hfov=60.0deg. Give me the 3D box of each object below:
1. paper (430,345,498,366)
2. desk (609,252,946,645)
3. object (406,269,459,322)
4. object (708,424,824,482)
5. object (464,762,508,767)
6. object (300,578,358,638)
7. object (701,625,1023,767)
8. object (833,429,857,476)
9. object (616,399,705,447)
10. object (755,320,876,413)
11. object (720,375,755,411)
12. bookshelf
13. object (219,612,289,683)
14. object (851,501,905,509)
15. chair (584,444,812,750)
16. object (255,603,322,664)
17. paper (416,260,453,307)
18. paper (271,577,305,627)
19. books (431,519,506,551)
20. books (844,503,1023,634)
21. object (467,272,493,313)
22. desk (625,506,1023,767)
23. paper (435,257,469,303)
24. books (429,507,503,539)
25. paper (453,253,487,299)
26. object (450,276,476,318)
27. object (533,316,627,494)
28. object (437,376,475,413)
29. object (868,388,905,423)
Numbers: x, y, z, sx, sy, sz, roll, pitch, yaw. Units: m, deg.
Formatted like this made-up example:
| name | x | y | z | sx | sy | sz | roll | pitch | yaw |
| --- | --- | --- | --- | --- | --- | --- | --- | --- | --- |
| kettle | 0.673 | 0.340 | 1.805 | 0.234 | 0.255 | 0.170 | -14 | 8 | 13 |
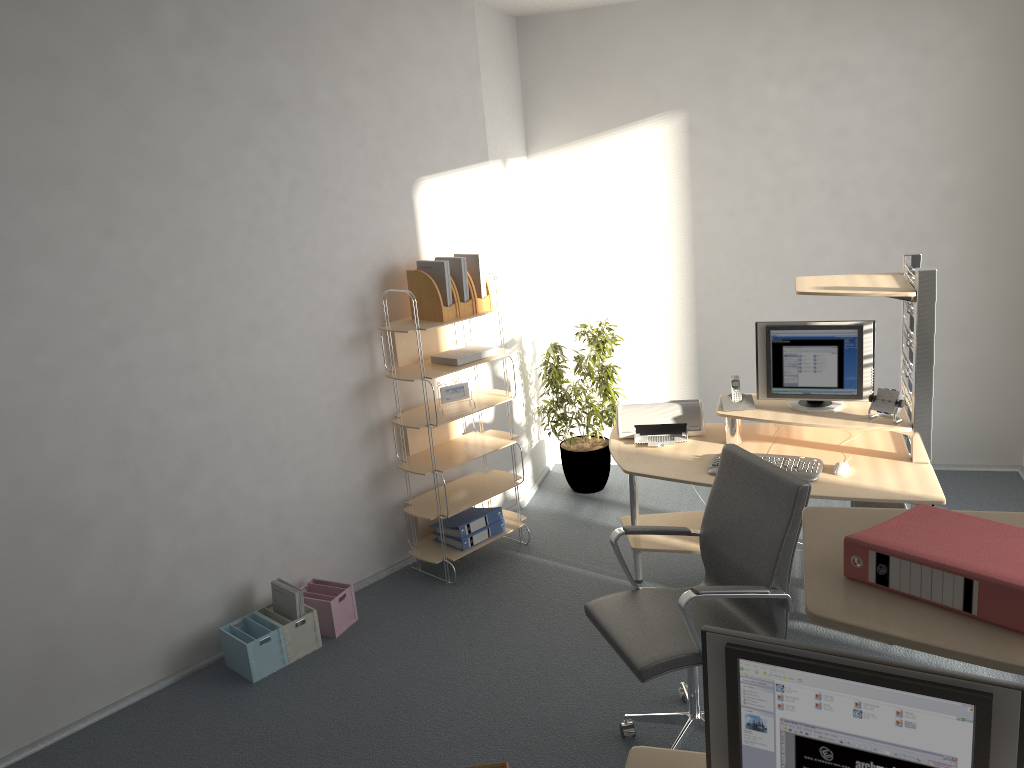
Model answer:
| name | x | y | z | sx | sy | sz | roll | pitch | yaw |
| --- | --- | --- | --- | --- | --- | --- | --- | --- | --- |
| paper | -0.255 | -0.155 | 4.771 | 0.213 | 0.046 | 0.297 | 9 | 20 | 43 |
| desk | 1.111 | 0.281 | 4.071 | 1.469 | 1.566 | 0.967 | -1 | 15 | 18 |
| object | -0.409 | -0.464 | 4.579 | 0.243 | 0.259 | 0.113 | 8 | 20 | 42 |
| object | 1.231 | 0.312 | 4.153 | 0.478 | 0.082 | 0.814 | 2 | 16 | 25 |
| object | -0.108 | 0.937 | 1.871 | 0.225 | 0.060 | 0.309 | -6 | 15 | -3 |
| object | -0.924 | 1.108 | 4.378 | 0.245 | 0.202 | 0.185 | 2 | 16 | 26 |
| object | 0.634 | 0.646 | 1.604 | 0.516 | 0.418 | 0.245 | 7 | 19 | 39 |
| object | 1.564 | 0.297 | 4.076 | 0.168 | 0.088 | 0.742 | 0 | 16 | 20 |
| object | 0.740 | 0.191 | 4.423 | 0.438 | 0.162 | 0.351 | -3 | 15 | 10 |
| object | 1.430 | -0.100 | 4.152 | 0.516 | 0.418 | 0.245 | 4 | 17 | 32 |
| object | 1.082 | 0.038 | 4.276 | 0.150 | 0.151 | 0.119 | -4 | 15 | 4 |
| bookshelf | -0.298 | 0.220 | 4.808 | 0.381 | 1.572 | 0.724 | 9 | 21 | 44 |
| object | -1.186 | 1.211 | 4.078 | 0.245 | 0.202 | 0.185 | 9 | 20 | 43 |
| object | 1.629 | 0.713 | 3.951 | 0.199 | 0.422 | 0.471 | -1 | 15 | 18 |
| chair | 0.650 | 0.829 | 3.174 | 0.652 | 1.048 | 0.584 | -10 | 15 | -16 |
| object | -1.059 | 1.166 | 4.205 | 0.245 | 0.202 | 0.185 | 9 | 20 | 43 |
| paper | -0.399 | -0.488 | 4.590 | 0.213 | 0.297 | 0.045 | 8 | 20 | 42 |
| paper | -1.055 | 1.094 | 4.197 | 0.220 | 0.306 | 0.068 | 9 | 20 | 43 |
| books | -0.242 | 0.811 | 4.945 | 0.262 | 0.072 | 0.320 | 10 | 21 | 44 |
| books | 0.732 | 0.269 | 1.378 | 0.262 | 0.072 | 0.320 | -17 | 19 | -38 |
| object | -0.235 | -0.524 | 4.746 | 0.113 | 0.259 | 0.243 | -18 | 19 | -40 |
| desk | 0.306 | 1.034 | 1.503 | 1.469 | 1.566 | 0.967 | -1 | 15 | 18 |
| paper | -0.314 | -0.519 | 4.675 | 0.213 | 0.297 | 0.045 | 9 | 21 | 44 |
| books | -0.254 | 0.757 | 4.938 | 0.263 | 0.100 | 0.320 | 10 | 21 | 44 |
| paper | -0.223 | -0.548 | 4.755 | 0.045 | 0.297 | 0.213 | -18 | 19 | -40 |
| object | -0.325 | -0.495 | 4.665 | 0.243 | 0.259 | 0.113 | 9 | 21 | 44 |
| object | 0.477 | 0.141 | 5.684 | 0.644 | 1.147 | 0.544 | -19 | 20 | -41 |
| object | -0.304 | 0.050 | 4.741 | 0.192 | 0.161 | 0.077 | -12 | 16 | -25 |
| object | 1.649 | 0.092 | 3.900 | 0.093 | 0.135 | 0.154 | -15 | 18 | -34 |
